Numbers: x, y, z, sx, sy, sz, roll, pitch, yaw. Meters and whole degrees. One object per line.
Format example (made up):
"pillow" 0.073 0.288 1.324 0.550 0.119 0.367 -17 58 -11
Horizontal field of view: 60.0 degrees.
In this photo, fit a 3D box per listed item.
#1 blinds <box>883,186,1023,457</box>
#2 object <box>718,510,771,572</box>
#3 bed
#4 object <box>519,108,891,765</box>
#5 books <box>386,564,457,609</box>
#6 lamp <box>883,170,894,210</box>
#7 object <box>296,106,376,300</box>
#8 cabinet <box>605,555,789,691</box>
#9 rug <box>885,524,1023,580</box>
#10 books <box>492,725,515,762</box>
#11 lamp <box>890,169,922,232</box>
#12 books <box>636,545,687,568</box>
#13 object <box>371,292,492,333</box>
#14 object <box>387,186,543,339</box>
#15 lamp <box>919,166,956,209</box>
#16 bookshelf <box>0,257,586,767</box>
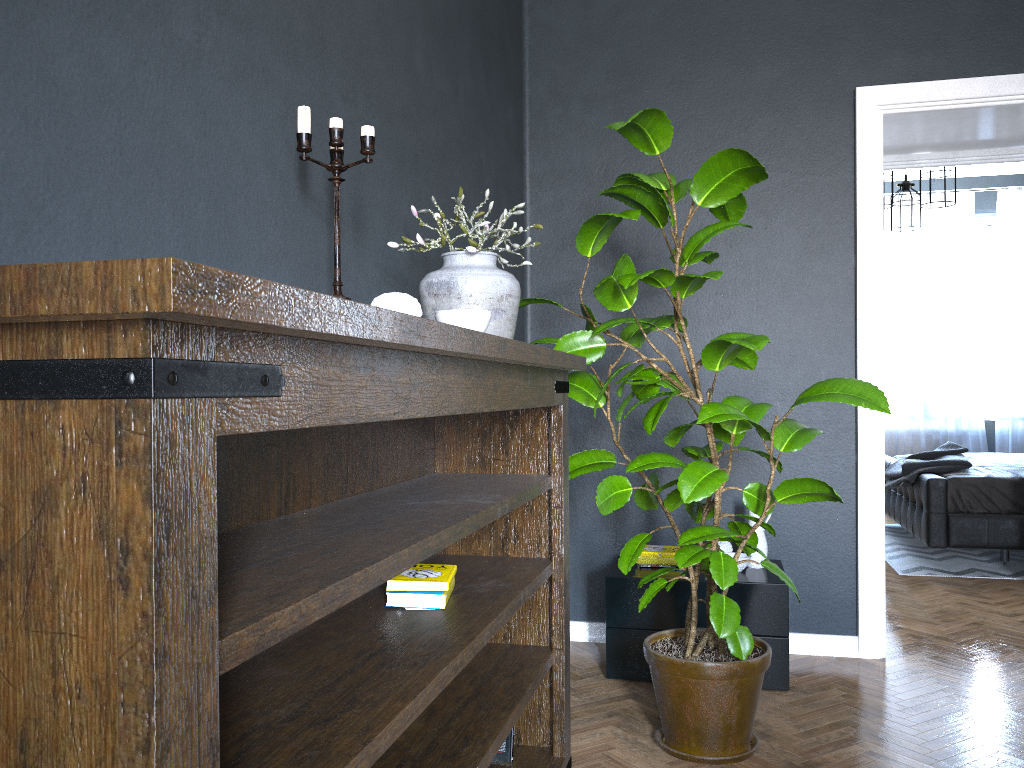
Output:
"blinds" 3.220 -0.278 7.882 3.992 2.789 0.312 0 0 13
"object" 0.848 0.576 3.430 0.228 0.268 0.228 0 0 -43
"bed" 3.684 0.520 5.855 2.375 1.162 2.265 -1 0 13
"object" 0.481 0.153 2.739 1.118 1.899 0.763 0 0 7
"books" -0.179 0.471 1.967 0.174 0.113 0.197 0 0 2
"lamp" 2.440 -1.538 5.942 0.210 0.714 0.210 0 0 27
"object" -0.345 -0.298 1.675 0.130 0.437 0.145 -1 0 -41
"cabinet" 0.717 0.906 3.431 0.650 0.390 0.456 0 0 13
"rug" 3.181 1.105 5.946 1.458 0.013 2.045 -1 -1 13
"books" -0.068 0.913 2.424 0.179 0.193 0.122 0 0 17
"lamp" 2.908 -1.514 6.547 0.210 0.747 0.210 0 0 27
"books" 0.584 0.680 3.494 0.214 0.066 0.162 -1 0 9
"object" -0.164 -0.131 1.792 0.255 0.104 0.118 0 0 -21
"object" -0.105 -0.282 2.122 0.385 0.412 0.275 0 0 -8
"lamp" 2.681 -1.510 5.586 0.210 0.769 0.210 0 0 27
"bookshelf" -0.230 0.506 1.612 0.451 1.172 1.918 0 0 13
